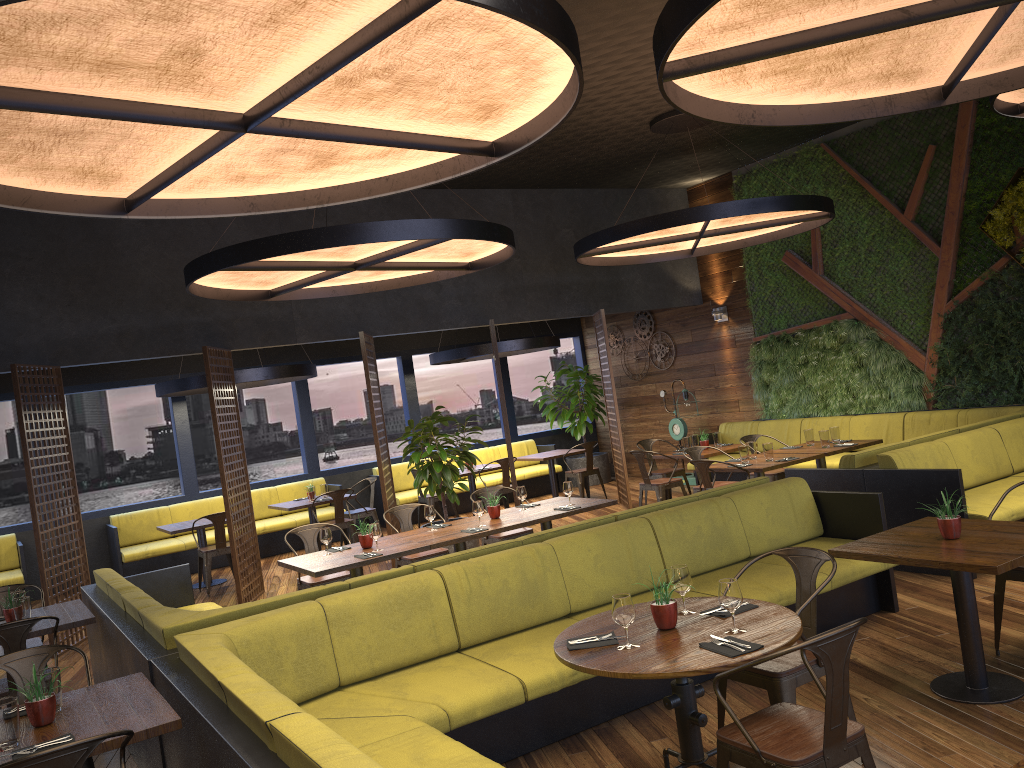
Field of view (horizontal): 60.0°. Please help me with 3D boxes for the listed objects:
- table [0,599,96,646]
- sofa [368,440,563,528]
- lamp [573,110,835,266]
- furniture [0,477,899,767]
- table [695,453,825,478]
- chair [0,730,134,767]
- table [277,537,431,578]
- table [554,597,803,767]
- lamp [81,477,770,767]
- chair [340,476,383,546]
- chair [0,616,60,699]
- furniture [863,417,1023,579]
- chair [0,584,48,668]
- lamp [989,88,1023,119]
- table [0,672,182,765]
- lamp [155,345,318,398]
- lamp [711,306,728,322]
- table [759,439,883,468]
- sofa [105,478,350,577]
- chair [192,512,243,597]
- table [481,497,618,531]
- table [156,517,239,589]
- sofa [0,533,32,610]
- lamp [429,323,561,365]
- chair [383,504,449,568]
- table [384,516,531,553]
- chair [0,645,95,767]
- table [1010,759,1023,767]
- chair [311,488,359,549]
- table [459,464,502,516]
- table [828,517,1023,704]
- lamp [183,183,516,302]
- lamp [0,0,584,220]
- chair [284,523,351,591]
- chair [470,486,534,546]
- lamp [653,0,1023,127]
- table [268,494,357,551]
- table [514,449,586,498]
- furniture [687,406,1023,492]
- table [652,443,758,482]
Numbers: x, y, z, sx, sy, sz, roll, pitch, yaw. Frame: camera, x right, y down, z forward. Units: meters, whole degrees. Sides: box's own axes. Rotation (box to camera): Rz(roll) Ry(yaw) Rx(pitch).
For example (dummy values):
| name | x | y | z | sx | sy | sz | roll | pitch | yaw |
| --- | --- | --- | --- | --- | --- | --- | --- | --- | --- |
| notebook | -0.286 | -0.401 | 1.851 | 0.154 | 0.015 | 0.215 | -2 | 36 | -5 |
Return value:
| name | x | y | z | sx | sy | sz | roll | pitch | yaw |
| --- | --- | --- | --- | --- | --- | --- | --- | --- | --- |
| table | -3.242 | 1.965 | 5.863 | 0.887 | 0.763 | 0.906 | -8 | 0 | -32 |
| sofa | -0.673 | 1.558 | 14.280 | 3.061 | 0.914 | 0.966 | -8 | 0 | -32 |
| lamp | 1.974 | -2.234 | 9.696 | 2.778 | 1.362 | 2.778 | -8 | 0 | 23 |
| furniture | 0.571 | 1.339 | 4.599 | 4.895 | 0.914 | 7.462 | -8 | 0 | -37 |
| table | 2.542 | 1.152 | 8.947 | 0.887 | 0.763 | 0.906 | -8 | 0 | -32 |
| chair | -1.524 | 1.628 | 3.037 | 0.504 | 0.917 | 0.541 | -8 | 0 | -31 |
| table | -1.173 | 1.674 | 6.802 | 0.906 | 0.763 | 0.887 | -8 | 0 | -32 |
| table | 0.724 | 1.389 | 3.652 | 1.007 | 0.760 | 1.007 | -8 | 0 | 6 |
| lamp | -2.633 | 0.891 | 5.510 | 9.057 | 2.714 | 3.017 | -8 | 0 | -32 |
| chair | -2.023 | 1.737 | 11.877 | 0.541 | 0.917 | 0.504 | -8 | 0 | -31 |
| chair | -2.953 | 1.842 | 5.327 | 0.504 | 0.917 | 0.541 | -8 | 0 | -31 |
| furniture | 5.452 | 0.649 | 6.072 | 3.372 | 0.914 | 4.503 | -8 | 0 | -32 |
| chair | -3.591 | 1.937 | 6.370 | 0.504 | 0.917 | 0.541 | -8 | 0 | -31 |
| lamp | 4.514 | -2.716 | 5.617 | 2.778 | 1.159 | 2.778 | -8 | 0 | -42 |
| table | -1.833 | 1.754 | 3.569 | 0.887 | 0.763 | 0.906 | -8 | 0 | -32 |
| lamp | -3.639 | -1.042 | 11.328 | 1.979 | 2.172 | 1.979 | -8 | 0 | 13 |
| lamp | 3.080 | -1.036 | 13.261 | 0.189 | 0.215 | 0.215 | -8 | 0 | -32 |
| table | 3.328 | 1.042 | 9.438 | 0.887 | 0.763 | 0.906 | -8 | 0 | -32 |
| sofa | -3.863 | 2.005 | 12.284 | 3.061 | 0.914 | 0.966 | -8 | 0 | -32 |
| chair | -3.381 | 1.924 | 10.220 | 0.504 | 0.917 | 0.541 | -8 | 0 | -31 |
| table | 0.349 | 1.461 | 7.760 | 0.906 | 0.763 | 0.887 | -8 | 0 | -32 |
| table | -3.735 | 2.056 | 10.813 | 0.887 | 0.763 | 0.906 | -8 | 0 | -32 |
| sofa | -7.293 | 2.485 | 10.140 | 3.061 | 0.914 | 0.966 | -8 | 0 | -32 |
| lamp | -0.399 | -1.498 | 13.353 | 1.979 | 2.172 | 1.979 | -8 | 0 | 43 |
| chair | -0.820 | 1.548 | 7.939 | 0.504 | 0.917 | 0.541 | -8 | 0 | -31 |
| table | -0.410 | 1.567 | 7.279 | 0.906 | 0.763 | 0.887 | -8 | 0 | -32 |
| chair | -2.173 | 1.725 | 4.096 | 0.504 | 0.917 | 0.541 | -8 | 0 | -31 |
| table | 1.844 | 1.223 | 1.993 | 0.906 | 0.763 | 0.887 | -8 | 0 | -32 |
| chair | -2.177 | 1.755 | 10.973 | 0.504 | 0.917 | 0.541 | -8 | 0 | -31 |
| table | -0.536 | 1.608 | 12.817 | 0.906 | 0.763 | 0.887 | -8 | 0 | -32 |
| table | 2.328 | 1.164 | 4.525 | 0.887 | 0.763 | 0.906 | -8 | 0 | -32 |
| lamp | -1.445 | -1.678 | 7.645 | 2.778 | 1.475 | 2.778 | -8 | 0 | -32 |
| lamp | -1.189 | -1.732 | 3.640 | 2.778 | 1.475 | 2.778 | -8 | 0 | -28 |
| chair | -1.583 | 1.655 | 7.462 | 0.504 | 0.917 | 0.541 | -8 | 0 | -31 |
| chair | -0.061 | 1.442 | 8.414 | 0.504 | 0.917 | 0.541 | -8 | 0 | -31 |
| lamp | 1.847 | -2.166 | 3.396 | 2.778 | 1.475 | 2.778 | -8 | 0 | 17 |
| table | -2.557 | 1.891 | 11.554 | 0.906 | 0.763 | 0.887 | -8 | 0 | -32 |
| table | 0.643 | 1.443 | 13.551 | 0.887 | 0.763 | 0.906 | -8 | 0 | -32 |
| furniture | 3.040 | 1.009 | 10.015 | 3.378 | 0.916 | 4.755 | -8 | 0 | -32 |
| table | 2.404 | 1.180 | 10.846 | 0.887 | 0.763 | 0.906 | -8 | 0 | -32 |
